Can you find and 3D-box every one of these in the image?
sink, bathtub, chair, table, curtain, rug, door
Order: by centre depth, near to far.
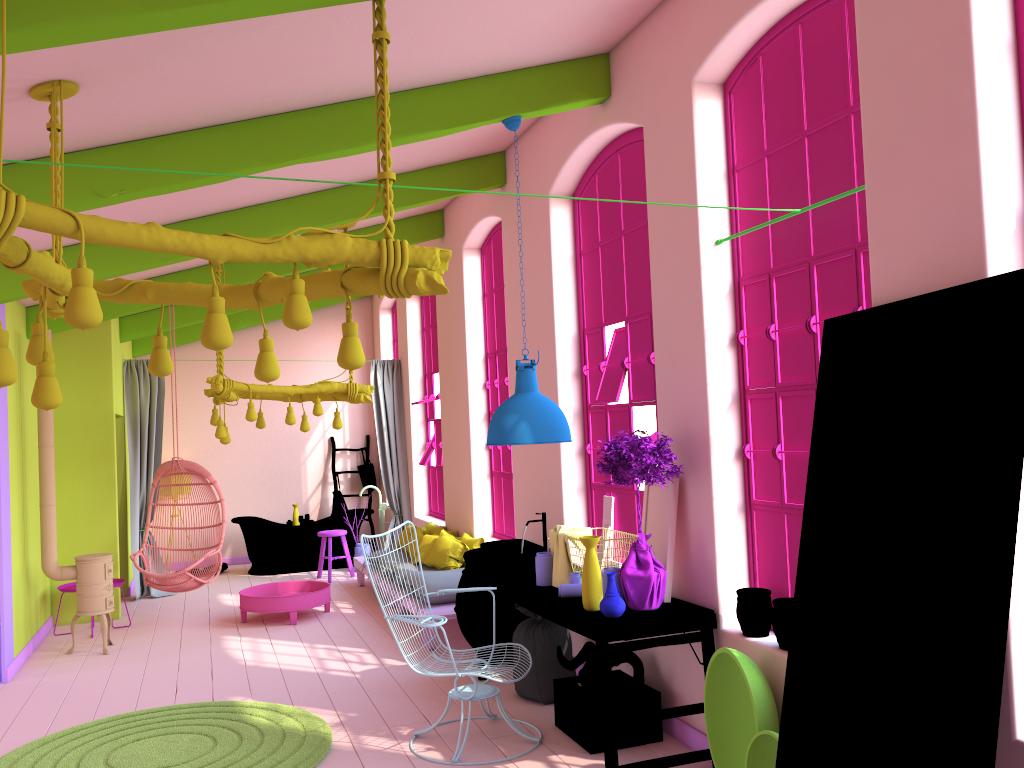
[{"bbox_3d":[1.295,0.799,3.108,0.450,2.210,1.154,-2,-2,-9],"label":"door"},{"bbox_3d":[-1.990,2.110,5.028,1.888,0.050,1.890,-1,-3,-32],"label":"rug"},{"bbox_3d":[-0.312,1.450,5.165,0.925,1.238,1.079,-3,-2,15],"label":"chair"},{"bbox_3d":[0.406,1.635,5.448,0.655,0.820,2.194,-2,-3,-19],"label":"table"},{"bbox_3d":[0.010,1.188,6.019,0.340,0.194,0.609,-2,-3,-19],"label":"sink"},{"bbox_3d":[-4.050,2.154,8.558,0.596,0.458,0.596,-3,-2,18],"label":"table"},{"bbox_3d":[-2.247,2.174,8.816,0.885,0.285,0.886,-3,-3,7],"label":"table"},{"bbox_3d":[-3.373,0.513,8.877,0.860,3.128,0.806,-3,-2,0],"label":"chair"},{"bbox_3d":[-4.292,1.072,10.397,0.518,2.784,0.525,-1,-3,-39],"label":"curtain"},{"bbox_3d":[-2.233,2.123,11.003,0.446,0.593,0.473,-4,-3,39],"label":"chair"},{"bbox_3d":[-1.516,1.050,11.363,0.518,2.784,0.525,-3,-2,0],"label":"curtain"},{"bbox_3d":[-2.795,2.117,11.980,1.889,0.739,0.826,-2,-2,-19],"label":"bathtub"}]

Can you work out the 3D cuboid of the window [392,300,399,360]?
[{"bbox_3d":[-1.488,0.226,12.374,0.072,3.046,1.275,-2,-2,-19],"label":"window"}]

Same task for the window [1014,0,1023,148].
[{"bbox_3d":[2.047,-0.380,2.340,0.214,3.008,1.514,-2,-2,-19],"label":"window"}]

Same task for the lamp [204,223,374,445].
[{"bbox_3d":[-2.491,-0.545,8.826,1.610,2.263,1.776,-1,-3,-38],"label":"lamp"}]

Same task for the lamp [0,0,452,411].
[{"bbox_3d":[-1.367,-1.041,3.362,1.610,2.263,1.776,-1,-3,-38],"label":"lamp"}]

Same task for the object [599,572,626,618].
[{"bbox_3d":[0.509,1.072,4.517,0.132,0.219,0.132,-2,-2,-3],"label":"object"}]

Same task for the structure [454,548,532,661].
[{"bbox_3d":[-0.092,1.713,6.871,0.718,0.844,0.718,-4,-3,38],"label":"structure"}]

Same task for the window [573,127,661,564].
[{"bbox_3d":[0.774,-0.160,5.944,0.492,3.002,1.498,-2,-2,-19],"label":"window"}]

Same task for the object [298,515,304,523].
[{"bbox_3d":[-2.803,1.836,11.784,0.069,0.170,0.069,-3,-2,0],"label":"object"}]

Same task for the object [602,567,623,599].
[{"bbox_3d":[0.546,1.100,4.813,0.109,0.197,0.109,-3,-2,18],"label":"object"}]

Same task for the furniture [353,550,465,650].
[{"bbox_3d":[-0.938,2.013,8.978,0.907,0.507,3.778,-2,-3,-19],"label":"furniture"}]

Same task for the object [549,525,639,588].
[{"bbox_3d":[0.462,1.061,5.469,0.444,0.369,0.633,-2,-3,-19],"label":"object"}]

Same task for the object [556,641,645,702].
[{"bbox_3d":[0.525,1.801,5.294,0.300,0.448,0.672,0,-3,-44],"label":"object"}]

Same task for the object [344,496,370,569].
[{"bbox_3d":[-1.978,1.931,11.465,0.451,0.987,0.277,-3,-2,25],"label":"object"}]

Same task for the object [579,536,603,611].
[{"bbox_3d":[0.422,1.003,4.700,0.116,0.382,0.116,-4,-3,44],"label":"object"}]

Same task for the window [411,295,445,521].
[{"bbox_3d":[-0.855,0.125,10.575,0.551,3.008,1.514,-2,-2,-19],"label":"window"}]

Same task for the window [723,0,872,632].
[{"bbox_3d":[1.404,-0.279,4.134,0.072,3.046,1.275,-2,-2,-19],"label":"window"}]

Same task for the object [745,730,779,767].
[{"bbox_3d":[1.156,1.706,3.801,0.137,0.462,0.284,-1,-3,-34],"label":"object"}]

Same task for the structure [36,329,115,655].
[{"bbox_3d":[-3.802,0.932,7.815,0.577,2.813,0.403,-2,-2,-2],"label":"structure"}]

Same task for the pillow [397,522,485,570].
[{"bbox_3d":[-0.823,1.650,9.124,0.578,0.399,1.998,-2,-3,-20],"label":"pillow"}]

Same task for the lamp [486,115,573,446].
[{"bbox_3d":[0.060,-0.639,5.406,0.529,2.001,0.529,-3,-2,12],"label":"lamp"}]

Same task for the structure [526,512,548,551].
[{"bbox_3d":[0.172,1.086,6.108,0.166,0.396,0.087,-2,-2,-10],"label":"structure"}]

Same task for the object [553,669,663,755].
[{"bbox_3d":[0.547,1.887,5.143,0.446,0.277,0.522,-2,-3,-19],"label":"object"}]

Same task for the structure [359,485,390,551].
[{"bbox_3d":[-1.852,1.936,12.299,0.452,1.061,0.254,-3,-2,24],"label":"structure"}]

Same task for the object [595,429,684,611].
[{"bbox_3d":[0.680,0.715,4.747,0.503,0.950,0.441,-4,-2,31],"label":"object"}]

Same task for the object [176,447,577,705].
[{"bbox_3d":[-2.120,1.535,9.081,2.826,1.579,7.869,-2,-3,-19],"label":"object"}]

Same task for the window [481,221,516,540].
[{"bbox_3d":[-0.045,-0.026,8.262,0.072,3.046,1.275,-2,-2,-19],"label":"window"}]

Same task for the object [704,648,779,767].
[{"bbox_3d":[1.111,1.589,4.139,0.218,0.733,0.451,-2,-2,-19],"label":"object"}]

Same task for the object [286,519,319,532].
[{"bbox_3d":[-2.835,1.907,11.977,0.360,0.068,1.324,-2,-3,-19],"label":"object"}]

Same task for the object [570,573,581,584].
[{"bbox_3d":[0.373,1.175,5.220,0.065,0.118,0.065,-4,-2,29],"label":"object"}]

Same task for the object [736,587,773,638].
[{"bbox_3d":[1.217,1.145,4.443,0.182,0.222,0.182,-1,-3,-42],"label":"object"}]

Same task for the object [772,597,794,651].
[{"bbox_3d":[1.315,1.128,4.162,0.182,0.222,0.182,-1,-3,-37],"label":"object"}]

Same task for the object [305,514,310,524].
[{"bbox_3d":[-2.763,1.843,11.971,0.069,0.170,0.069,-3,-2,0],"label":"object"}]

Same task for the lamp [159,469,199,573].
[{"bbox_3d":[-4.588,1.816,12.032,0.491,1.466,0.476,-3,-2,11],"label":"lamp"}]

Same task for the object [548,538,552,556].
[{"bbox_3d":[0.282,1.145,5.870,0.165,0.250,0.411,-3,-3,16],"label":"object"}]

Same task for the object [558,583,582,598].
[{"bbox_3d":[0.339,1.196,5.136,0.137,0.076,0.076,-3,-2,1],"label":"object"}]

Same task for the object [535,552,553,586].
[{"bbox_3d":[0.204,1.159,5.562,0.109,0.197,0.109,-1,-2,-27],"label":"object"}]

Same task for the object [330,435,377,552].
[{"bbox_3d":[-2.312,1.637,12.951,0.603,1.764,0.410,-2,-2,-19],"label":"object"}]

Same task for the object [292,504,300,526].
[{"bbox_3d":[-2.905,1.774,11.926,0.097,0.320,0.097,-2,-2,-8],"label":"object"}]

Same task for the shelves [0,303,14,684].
[{"bbox_3d":[-4.857,0.795,6.667,1.841,3.103,0.385,-2,-2,-19],"label":"shelves"}]
